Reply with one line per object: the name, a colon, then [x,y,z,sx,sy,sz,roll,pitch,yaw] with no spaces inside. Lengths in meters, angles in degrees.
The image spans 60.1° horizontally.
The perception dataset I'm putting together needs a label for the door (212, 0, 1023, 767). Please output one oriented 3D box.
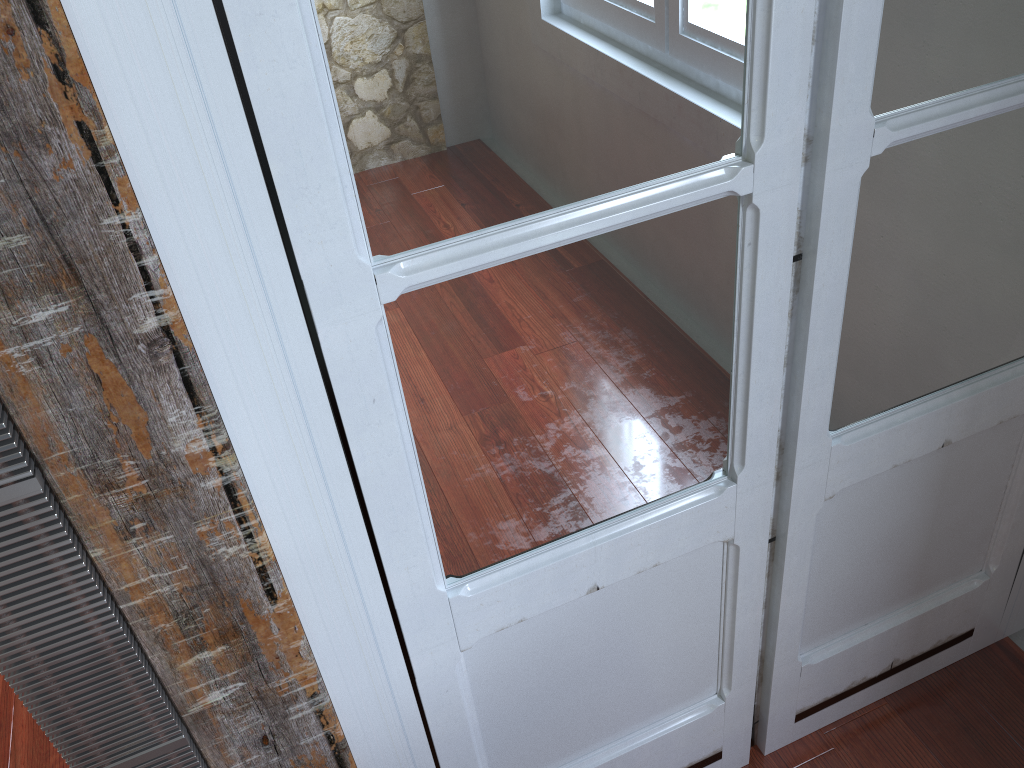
door: [0.315,-0.188,0.980,1.165,2.125,0.041,-19,37,-15]
